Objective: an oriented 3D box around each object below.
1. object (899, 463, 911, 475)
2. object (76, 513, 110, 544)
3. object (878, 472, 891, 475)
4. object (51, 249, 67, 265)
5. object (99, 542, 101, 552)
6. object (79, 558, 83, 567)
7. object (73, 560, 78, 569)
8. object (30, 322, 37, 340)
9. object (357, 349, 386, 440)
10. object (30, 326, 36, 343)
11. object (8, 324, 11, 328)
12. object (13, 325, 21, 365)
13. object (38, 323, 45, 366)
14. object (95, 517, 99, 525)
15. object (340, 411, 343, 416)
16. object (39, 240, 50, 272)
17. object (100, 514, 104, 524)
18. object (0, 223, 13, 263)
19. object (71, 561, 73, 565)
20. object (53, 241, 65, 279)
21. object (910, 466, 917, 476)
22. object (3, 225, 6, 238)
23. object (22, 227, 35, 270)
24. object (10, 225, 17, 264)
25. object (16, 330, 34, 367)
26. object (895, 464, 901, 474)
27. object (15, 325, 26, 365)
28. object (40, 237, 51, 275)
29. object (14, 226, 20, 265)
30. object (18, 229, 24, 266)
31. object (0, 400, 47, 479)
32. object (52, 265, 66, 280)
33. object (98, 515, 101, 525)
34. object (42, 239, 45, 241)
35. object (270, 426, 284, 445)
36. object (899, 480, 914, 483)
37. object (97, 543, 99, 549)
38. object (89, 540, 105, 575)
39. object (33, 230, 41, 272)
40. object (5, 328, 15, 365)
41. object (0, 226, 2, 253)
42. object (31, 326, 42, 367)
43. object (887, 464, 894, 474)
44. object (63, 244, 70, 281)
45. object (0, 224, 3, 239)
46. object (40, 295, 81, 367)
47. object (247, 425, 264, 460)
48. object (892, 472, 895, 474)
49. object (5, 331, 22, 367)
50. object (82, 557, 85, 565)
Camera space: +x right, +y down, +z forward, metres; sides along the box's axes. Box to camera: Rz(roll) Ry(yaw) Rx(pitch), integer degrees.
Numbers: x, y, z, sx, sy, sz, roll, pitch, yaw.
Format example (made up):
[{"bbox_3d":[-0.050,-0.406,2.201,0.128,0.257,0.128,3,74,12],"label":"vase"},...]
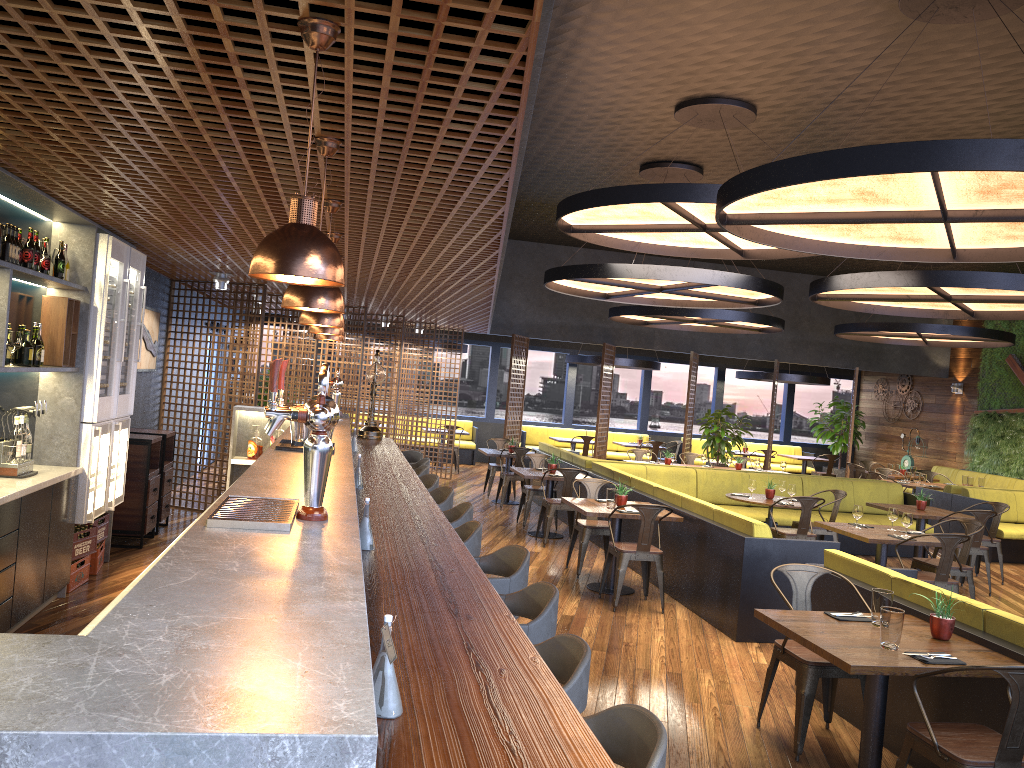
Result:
[{"bbox_3d":[7.092,1.520,16.088,0.238,0.271,0.260,5,0,11],"label":"object"},{"bbox_3d":[-3.496,1.181,7.233,0.277,0.206,0.416,5,0,-8],"label":"object"},{"bbox_3d":[6.742,1.616,16.090,0.157,0.019,0.255,5,0,-11],"label":"object"},{"bbox_3d":[-3.040,-0.798,5.951,0.097,0.206,0.097,5,0,-42],"label":"object"},{"bbox_3d":[-3.416,1.394,7.303,0.056,0.205,0.056,5,0,10],"label":"object"},{"bbox_3d":[-3.311,1.404,6.789,0.056,0.205,0.057,5,0,-45],"label":"object"},{"bbox_3d":[-3.287,1.406,6.656,0.056,0.205,0.057,5,0,5],"label":"object"},{"bbox_3d":[-3.108,-0.261,5.760,0.079,0.281,0.079,5,0,-37],"label":"object"},{"bbox_3d":[-1.460,0.107,9.375,0.263,0.944,0.566,5,0,-18],"label":"object"},{"bbox_3d":[-3.047,-0.241,5.648,0.063,0.254,0.063,5,0,42],"label":"object"},{"bbox_3d":[-3.128,-0.247,5.495,0.063,0.254,0.063,5,0,42],"label":"object"},{"bbox_3d":[-3.127,-0.247,5.624,0.063,0.254,0.063,5,0,-3],"label":"object"},{"bbox_3d":[-3.126,-0.262,5.852,0.079,0.281,0.079,5,0,-17],"label":"object"},{"bbox_3d":[-3.388,1.170,7.217,0.056,0.205,0.056,5,0,-45],"label":"object"},{"bbox_3d":[-1.554,0.226,7.757,0.091,0.091,0.177,5,0,-36],"label":"object"},{"bbox_3d":[-2.947,-0.789,5.542,0.097,0.206,0.097,5,0,-42],"label":"object"},{"bbox_3d":[-3.406,1.168,7.346,0.056,0.205,0.056,5,0,35],"label":"object"},{"bbox_3d":[-2.838,-0.790,4.981,0.056,0.227,0.056,5,0,41],"label":"object"},{"bbox_3d":[-3.281,1.406,6.592,0.056,0.205,0.057,5,0,30],"label":"object"},{"bbox_3d":[-2.975,-0.816,5.837,0.063,0.254,0.063,5,0,17],"label":"object"},{"bbox_3d":[7.263,1.581,16.058,0.102,0.178,0.102,5,0,25],"label":"object"},{"bbox_3d":[-2.920,-0.797,5.089,0.056,0.227,0.056,5,0,-9],"label":"object"},{"bbox_3d":[-2.886,-0.808,5.303,0.063,0.254,0.063,5,0,-14],"label":"object"},{"bbox_3d":[-2.849,-0.791,5.041,0.056,0.227,0.056,5,0,-34],"label":"object"},{"bbox_3d":[-2.962,-0.218,5.400,0.088,0.224,0.088,5,0,-41],"label":"object"},{"bbox_3d":[7.080,1.565,16.284,0.102,0.178,0.102,5,0,25],"label":"object"},{"bbox_3d":[-3.049,-0.241,5.519,0.063,0.254,0.063,5,0,17],"label":"object"},{"bbox_3d":[-3.016,-0.819,5.733,0.063,0.254,0.063,5,0,31],"label":"object"},{"bbox_3d":[-2.861,-0.792,5.102,0.056,0.227,0.056,5,0,-24],"label":"object"},{"bbox_3d":[-3.008,-0.818,5.403,0.063,0.254,0.063,5,0,-24],"label":"object"},{"bbox_3d":[-3.169,0.345,5.743,0.204,0.492,0.310,5,0,-11],"label":"object"},{"bbox_3d":[-3.127,-0.842,6.134,0.079,0.281,0.079,5,0,-2],"label":"object"},{"bbox_3d":[-3.399,1.169,7.283,0.056,0.205,0.056,5,0,20],"label":"object"},{"bbox_3d":[-3.071,-0.824,5.804,0.063,0.254,0.063,5,0,42],"label":"object"},{"bbox_3d":[-2.081,0.492,7.898,0.133,0.385,0.133,5,0,29],"label":"object"},{"bbox_3d":[6.482,1.594,14.558,0.157,0.019,0.255,5,0,-11],"label":"object"},{"bbox_3d":[-3.393,1.396,7.240,0.056,0.205,0.056,5,0,35],"label":"object"},{"bbox_3d":[-3.503,1.406,7.238,0.277,0.206,0.416,5,0,-18],"label":"object"},{"bbox_3d":[-2.916,-0.811,5.422,0.063,0.254,0.063,5,0,-39],"label":"object"},{"bbox_3d":[-3.072,-0.228,5.395,0.088,0.224,0.088,5,0,-16],"label":"object"},{"bbox_3d":[-2.799,-0.839,4.787,0.084,0.330,0.084,5,0,-4],"label":"object"},{"bbox_3d":[-2.971,-0.234,5.540,0.063,0.254,0.063,5,0,-8],"label":"object"},{"bbox_3d":[6.895,1.549,16.170,0.102,0.178,0.102,5,0,-25],"label":"object"},{"bbox_3d":[-3.145,-0.844,6.228,0.079,0.281,0.079,5,0,-42],"label":"object"},{"bbox_3d":[-2.908,-0.796,5.029,0.056,0.227,0.056,5,0,41],"label":"object"},{"bbox_3d":[-3.145,-0.362,6.160,0.161,0.475,0.300,5,0,-11],"label":"object"},{"bbox_3d":[-2.279,0.517,7.897,0.133,0.301,0.133,5,0,-5],"label":"object"},{"bbox_3d":[6.994,1.638,16.430,0.255,0.019,0.157,5,0,-11],"label":"object"},{"bbox_3d":[-2.962,-0.209,5.256,0.097,0.206,0.097,5,0,-42],"label":"object"},{"bbox_3d":[-3.316,1.403,6.851,0.057,0.205,0.056,5,0,-10],"label":"object"}]
